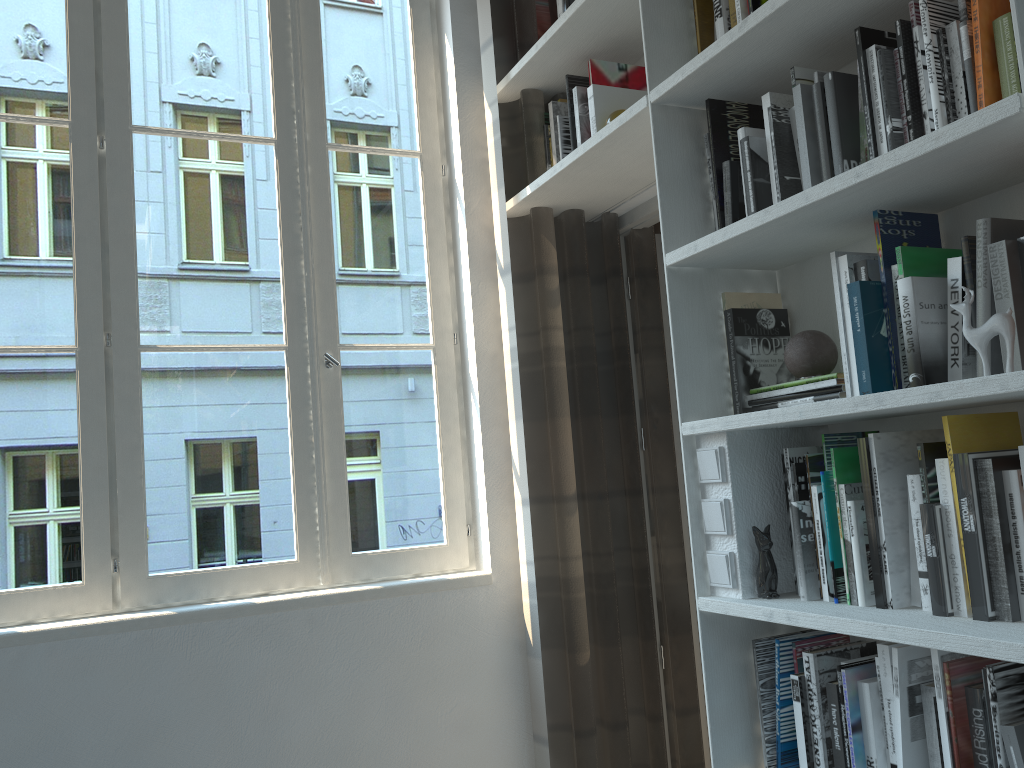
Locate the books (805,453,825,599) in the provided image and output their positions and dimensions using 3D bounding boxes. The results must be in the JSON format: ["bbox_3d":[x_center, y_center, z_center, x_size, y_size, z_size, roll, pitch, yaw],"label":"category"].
[{"bbox_3d":[0.659,0.273,1.750,0.164,0.279,0.008,-2,-6,-25],"label":"books"}]

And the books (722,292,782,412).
[{"bbox_3d":[0.553,-0.064,1.992,0.159,0.284,0.012,-2,-6,-25],"label":"books"}]

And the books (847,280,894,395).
[{"bbox_3d":[0.697,-0.079,1.599,0.189,0.208,0.029,-2,-6,-25],"label":"books"}]

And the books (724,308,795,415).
[{"bbox_3d":[0.553,-0.045,1.967,0.156,0.242,0.028,-2,-6,-25],"label":"books"}]

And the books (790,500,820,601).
[{"bbox_3d":[0.638,0.320,1.749,0.193,0.189,0.019,-2,-6,-25],"label":"books"}]

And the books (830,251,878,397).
[{"bbox_3d":[0.683,-0.108,1.680,0.159,0.284,0.012,-2,-6,-25],"label":"books"}]

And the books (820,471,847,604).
[{"bbox_3d":[0.672,0.283,1.690,0.184,0.244,0.009,-2,-6,-25],"label":"books"}]

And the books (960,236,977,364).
[{"bbox_3d":[0.802,-0.120,1.452,0.141,0.241,0.013,-2,-6,-25],"label":"books"}]

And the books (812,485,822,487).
[{"bbox_3d":[0.671,0.302,1.740,0.176,0.218,0.015,-2,-6,-25],"label":"books"}]

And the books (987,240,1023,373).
[{"bbox_3d":[0.818,-0.114,1.367,0.172,0.207,0.030,-2,-6,-25],"label":"books"}]

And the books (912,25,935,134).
[{"bbox_3d":[0.757,-0.484,1.524,0.139,0.251,0.011,-2,-6,-25],"label":"books"}]

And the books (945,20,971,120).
[{"bbox_3d":[0.787,-0.478,1.459,0.148,0.220,0.021,-2,-6,-25],"label":"books"}]

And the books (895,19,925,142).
[{"bbox_3d":[0.738,-0.491,1.541,0.145,0.272,0.012,-2,-6,-25],"label":"books"}]

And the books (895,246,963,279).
[{"bbox_3d":[0.743,-0.111,1.531,0.172,0.250,0.011,-2,-6,-25],"label":"books"}]

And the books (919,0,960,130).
[{"bbox_3d":[0.756,-0.501,1.481,0.157,0.274,0.015,-2,-6,-25],"label":"books"}]

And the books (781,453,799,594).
[{"bbox_3d":[0.637,0.281,1.835,0.159,0.284,0.008,-2,-6,-25],"label":"books"}]

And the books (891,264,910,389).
[{"bbox_3d":[0.749,-0.097,1.580,0.148,0.231,0.031,-2,-6,-25],"label":"books"}]

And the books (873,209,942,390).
[{"bbox_3d":[0.731,-0.146,1.601,0.153,0.335,0.011,-2,-6,-25],"label":"books"}]

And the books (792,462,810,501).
[{"bbox_3d":[0.644,0.284,1.771,0.176,0.263,0.007,-2,-6,-25],"label":"books"}]

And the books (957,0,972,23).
[{"bbox_3d":[0.796,-0.516,1.448,0.143,0.292,0.015,-2,-6,-25],"label":"books"}]

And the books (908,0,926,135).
[{"bbox_3d":[0.755,-0.509,1.539,0.130,0.304,0.011,-2,-6,-25],"label":"books"}]

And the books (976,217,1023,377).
[{"bbox_3d":[0.804,-0.131,1.413,0.158,0.255,0.060,-2,-6,-25],"label":"books"}]

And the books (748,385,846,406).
[{"bbox_3d":[0.631,0.023,1.812,0.161,0.012,0.254,-1,-7,-28],"label":"books"}]

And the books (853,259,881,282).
[{"bbox_3d":[0.709,-0.099,1.640,0.143,0.255,0.031,-2,-6,-25],"label":"books"}]

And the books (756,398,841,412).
[{"bbox_3d":[0.633,0.048,1.810,0.159,0.012,0.285,-2,-7,-22],"label":"books"}]

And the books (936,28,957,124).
[{"bbox_3d":[0.776,-0.474,1.472,0.160,0.217,0.012,-2,-6,-25],"label":"books"}]

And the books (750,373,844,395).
[{"bbox_3d":[0.633,-0.001,1.816,0.161,0.012,0.254,-2,-7,-24],"label":"books"}]

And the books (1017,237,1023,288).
[{"bbox_3d":[0.839,-0.119,1.345,0.143,0.209,0.027,-2,-6,-25],"label":"books"}]

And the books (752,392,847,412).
[{"bbox_3d":[0.636,0.035,1.813,0.161,0.012,0.254,-2,-7,-24],"label":"books"}]

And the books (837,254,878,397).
[{"bbox_3d":[0.690,-0.104,1.663,0.150,0.272,0.024,-2,-6,-25],"label":"books"}]

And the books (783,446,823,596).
[{"bbox_3d":[0.640,0.273,1.807,0.171,0.294,0.014,-2,-6,-25],"label":"books"}]

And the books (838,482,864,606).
[{"bbox_3d":[0.696,0.290,1.652,0.190,0.219,0.015,-2,-6,-25],"label":"books"}]

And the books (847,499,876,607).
[{"bbox_3d":[0.700,0.303,1.635,0.183,0.188,0.016,-2,-6,-25],"label":"books"}]

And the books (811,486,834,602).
[{"bbox_3d":[0.666,0.301,1.721,0.180,0.216,0.015,-2,-6,-25],"label":"books"}]

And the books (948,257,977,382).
[{"bbox_3d":[0.789,-0.102,1.482,0.142,0.214,0.056,-2,-6,-25],"label":"books"}]

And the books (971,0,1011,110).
[{"bbox_3d":[0.797,-0.537,1.410,0.170,0.325,0.035,-2,-6,-25],"label":"books"}]

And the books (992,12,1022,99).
[{"bbox_3d":[0.819,-0.471,1.375,0.151,0.183,0.030,-2,-6,-25],"label":"books"}]

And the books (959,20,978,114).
[{"bbox_3d":[0.791,-0.473,1.425,0.161,0.203,0.013,-2,-6,-25],"label":"books"}]

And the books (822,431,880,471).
[{"bbox_3d":[0.675,0.251,1.720,0.145,0.314,0.007,-2,-6,-25],"label":"books"}]

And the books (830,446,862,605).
[{"bbox_3d":[0.684,0.258,1.663,0.182,0.286,0.007,-2,-6,-25],"label":"books"}]

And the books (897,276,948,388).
[{"bbox_3d":[0.742,-0.084,1.505,0.189,0.190,0.029,-2,-6,-25],"label":"books"}]

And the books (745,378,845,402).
[{"bbox_3d":[0.628,0.011,1.812,0.159,0.012,0.285,-2,-7,-21],"label":"books"}]
